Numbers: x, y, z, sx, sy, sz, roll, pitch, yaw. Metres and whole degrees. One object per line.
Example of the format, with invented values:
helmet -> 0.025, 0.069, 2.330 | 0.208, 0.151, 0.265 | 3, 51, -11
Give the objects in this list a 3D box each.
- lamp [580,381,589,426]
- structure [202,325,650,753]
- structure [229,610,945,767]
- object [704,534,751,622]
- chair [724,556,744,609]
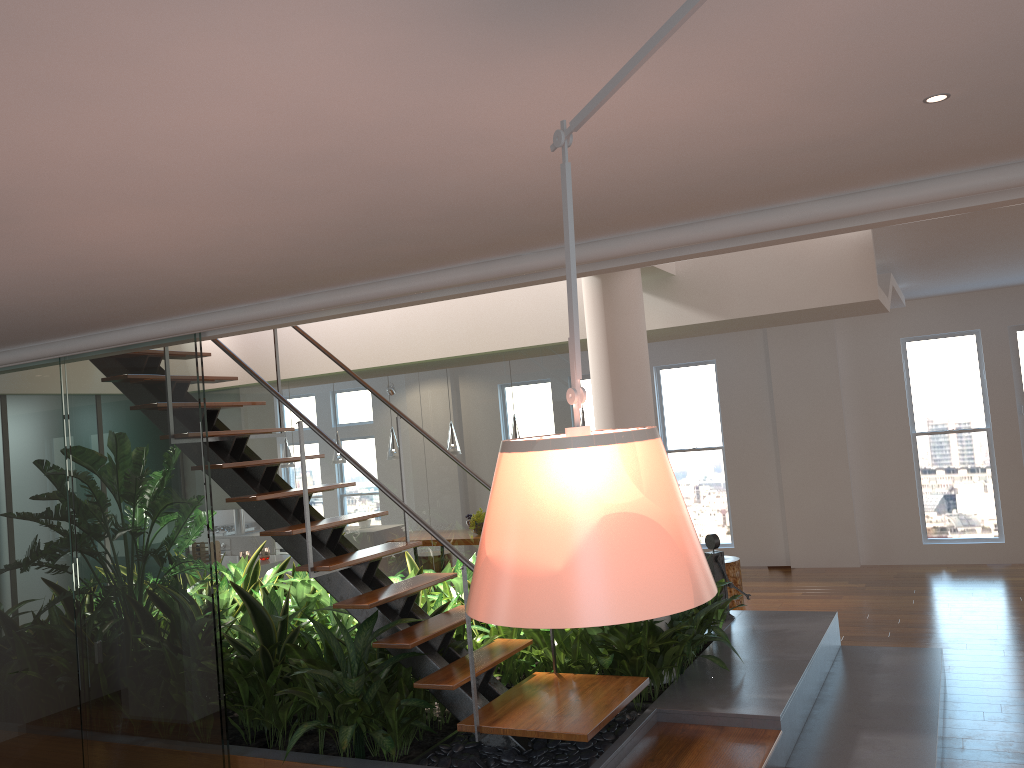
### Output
lamp -> 0.651, 0.044, 8.390 | 0.160, 1.060, 0.160 | -3, -4, -36
structure -> -1.380, -0.131, 5.568 | 4.591, 4.265, 2.552 | -7, -3, 26
structure -> -0.515, 1.879, 5.350 | 5.584, 0.386, 3.088 | -7, -3, 26
object -> 1.406, 1.267, 5.868 | 0.318, 0.565, 0.134 | -3, -3, -27
chair -> 1.847, 1.795, 8.037 | 0.460, 0.400, 0.460 | -7, -4, 36
